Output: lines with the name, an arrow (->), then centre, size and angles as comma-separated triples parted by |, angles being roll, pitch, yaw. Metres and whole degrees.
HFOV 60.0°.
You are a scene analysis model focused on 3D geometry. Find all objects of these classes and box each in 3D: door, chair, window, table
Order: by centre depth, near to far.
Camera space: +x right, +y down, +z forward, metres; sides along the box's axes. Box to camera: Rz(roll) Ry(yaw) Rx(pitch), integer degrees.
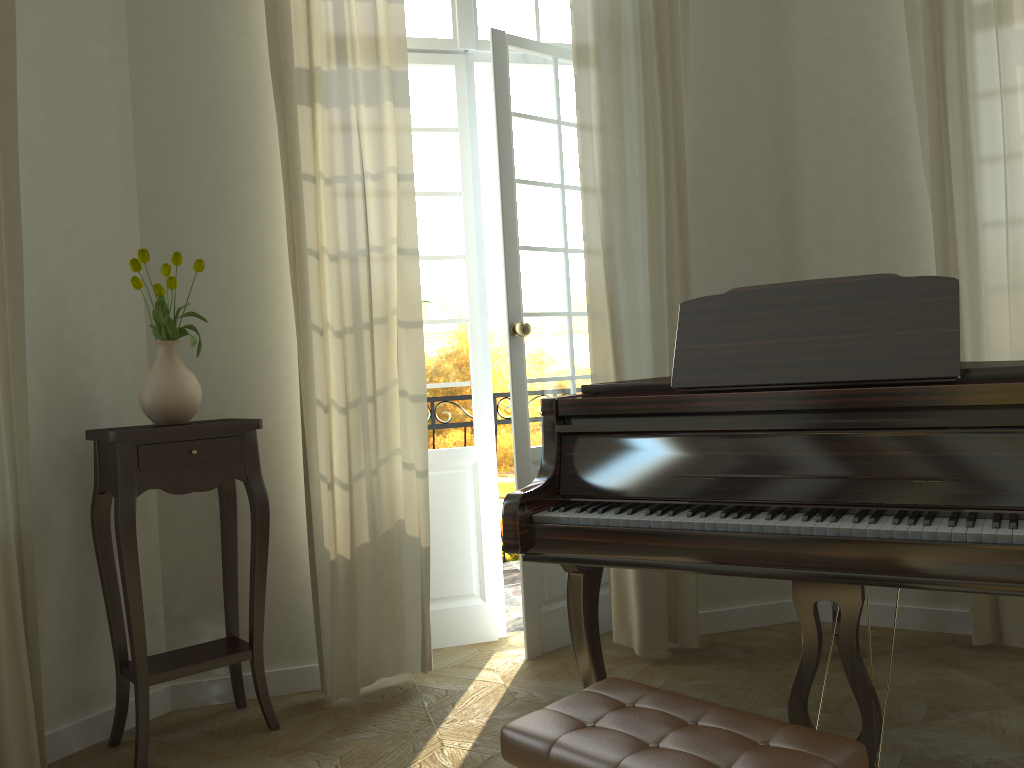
chair -> 0.315, 0.921, 1.647 | 0.385, 0.563, 0.638 | -4, 1, -45
table -> -1.161, 0.699, 3.148 | 0.522, 1.114, 0.344 | -4, 1, -40
door -> -0.085, -0.160, 3.902 | 1.385, 2.690, 0.425 | -3, 1, -14
window -> -0.229, -1.863, 4.051 | 1.380, 0.680, 0.055 | -3, 1, -15

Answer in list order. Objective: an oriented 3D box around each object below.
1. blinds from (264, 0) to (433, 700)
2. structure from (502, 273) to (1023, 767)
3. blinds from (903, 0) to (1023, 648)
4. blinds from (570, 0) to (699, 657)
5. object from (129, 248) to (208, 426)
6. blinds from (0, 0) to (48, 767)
blinds -> -0.642, -0.486, 3.470 | 0.552, 3.386, 0.159 | -4, 1, -18
structure -> 1.094, 0.418, 2.797 | 1.514, 1.439, 1.856 | -3, 1, 30
blinds -> 1.889, -0.635, 3.535 | 0.554, 3.384, 0.162 | -3, 1, 36
blinds -> 0.571, -0.563, 3.735 | 0.554, 3.386, 0.162 | -4, 1, -20
object -> -1.211, -0.161, 3.130 | 0.242, 0.609, 0.264 | -3, 1, 10
blinds -> -1.710, -0.414, 2.643 | 0.159, 3.381, 0.552 | -3, 1, 33
